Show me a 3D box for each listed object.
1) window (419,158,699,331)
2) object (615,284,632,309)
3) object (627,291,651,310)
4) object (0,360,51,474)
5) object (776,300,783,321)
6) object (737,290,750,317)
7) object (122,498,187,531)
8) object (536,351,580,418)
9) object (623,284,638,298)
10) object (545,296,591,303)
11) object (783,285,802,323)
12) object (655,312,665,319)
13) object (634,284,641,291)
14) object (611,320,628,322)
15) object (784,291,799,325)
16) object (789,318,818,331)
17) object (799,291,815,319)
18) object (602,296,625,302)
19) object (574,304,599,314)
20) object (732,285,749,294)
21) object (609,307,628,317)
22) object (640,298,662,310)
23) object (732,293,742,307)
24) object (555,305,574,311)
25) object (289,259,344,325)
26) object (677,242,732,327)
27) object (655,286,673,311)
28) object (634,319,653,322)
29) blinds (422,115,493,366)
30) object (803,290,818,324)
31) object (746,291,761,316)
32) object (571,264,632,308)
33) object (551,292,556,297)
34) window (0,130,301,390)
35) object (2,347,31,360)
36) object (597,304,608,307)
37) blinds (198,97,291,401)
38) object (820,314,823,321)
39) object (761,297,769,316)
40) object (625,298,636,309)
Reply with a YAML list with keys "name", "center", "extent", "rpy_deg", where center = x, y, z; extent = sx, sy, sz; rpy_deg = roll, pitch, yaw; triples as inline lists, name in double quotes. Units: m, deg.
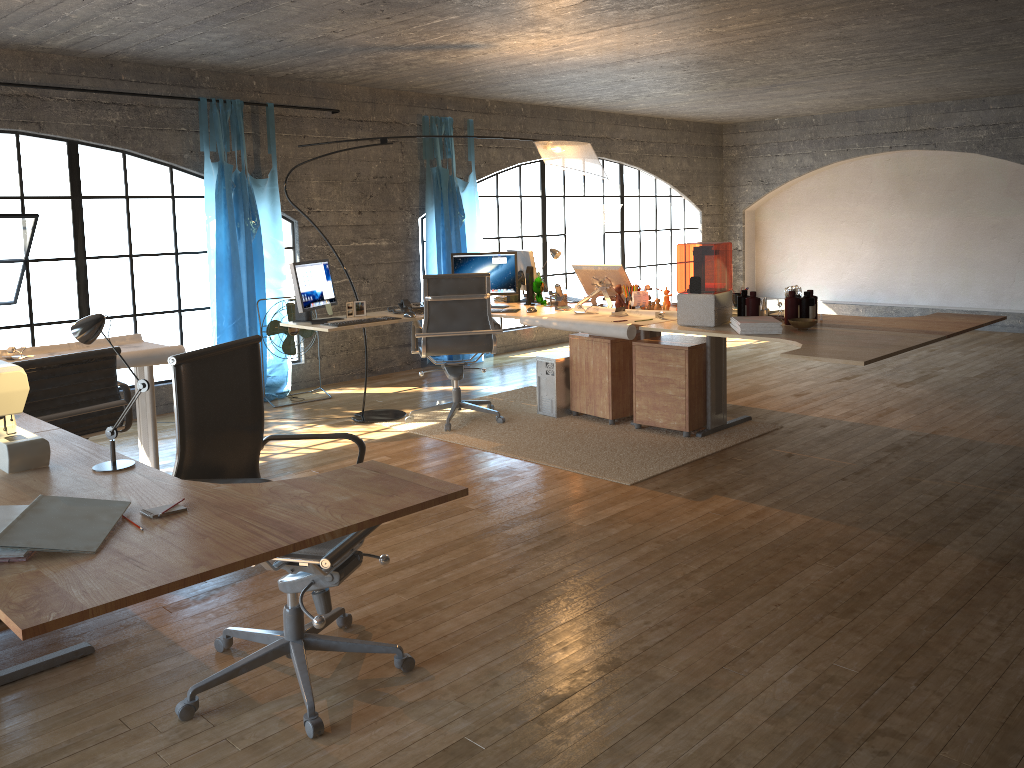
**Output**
- name: "window"
  center: [-1.735, -0.983, 6.767]
  extent: [3.920, 1.831, 12.379]
  rpy_deg: [3, 11, 23]
- name: "object"
  center: [0.720, -0.566, 5.789]
  extent: [0.094, 0.176, 0.227]
  rpy_deg: [-3, 9, -17]
- name: "object"
  center: [0.827, -0.537, 5.729]
  extent: [0.154, 0.134, 0.100]
  rpy_deg: [-3, 7, -10]
- name: "object"
  center: [-1.424, 0.068, 2.439]
  extent: [0.404, 0.281, 0.137]
  rpy_deg: [7, 11, 44]
- name: "object"
  center: [1.537, -0.424, 5.074]
  extent: [0.037, 0.119, 0.075]
  rpy_deg: [0, 7, 19]
- name: "object"
  center: [1.317, -0.439, 4.999]
  extent: [0.080, 0.185, 0.080]
  rpy_deg: [-6, 8, -37]
- name: "object"
  center: [-0.763, 0.283, 1.937]
  extent: [0.143, 0.013, 0.128]
  rpy_deg: [-11, 14, -41]
- name: "object"
  center: [0.414, -0.010, 6.175]
  extent: [0.483, 0.407, 0.201]
  rpy_deg: [-9, 9, -40]
- name: "object"
  center: [0.787, -0.578, 5.830]
  extent: [0.101, 0.174, 0.106]
  rpy_deg: [3, 8, 31]
- name: "object"
  center: [0.425, -0.639, 6.653]
  extent: [0.187, 0.011, 0.495]
  rpy_deg: [-5, 11, -20]
- name: "object"
  center: [1.576, -0.446, 4.950]
  extent: [0.095, 0.212, 0.099]
  rpy_deg: [4, 8, 42]
- name: "object"
  center: [0.893, -0.415, 5.323]
  extent: [0.022, 0.042, 0.136]
  rpy_deg: [-2, 10, -8]
- name: "object"
  center: [0.865, -0.602, 5.969]
  extent: [0.105, 0.142, 0.105]
  rpy_deg: [1, 8, 18]
- name: "object"
  center: [0.637, -0.371, 5.210]
  extent: [0.126, 0.009, 0.012]
  rpy_deg: [-8, 11, -32]
- name: "object"
  center: [1.544, -0.420, 4.866]
  extent: [0.080, 0.185, 0.080]
  rpy_deg: [-5, 7, -27]
- name: "object"
  center: [1.530, -0.310, 4.643]
  extent: [0.147, 0.054, 0.148]
  rpy_deg: [2, 11, 21]
- name: "object"
  center: [1.610, -0.412, 4.816]
  extent: [0.080, 0.185, 0.080]
  rpy_deg: [-6, 8, -37]
- name: "object"
  center: [0.835, -0.555, 6.813]
  extent: [0.299, 0.239, 0.372]
  rpy_deg: [-2, 9, -4]
- name: "object"
  center: [0.479, -0.482, 5.677]
  extent: [0.159, 0.063, 0.054]
  rpy_deg: [1, 8, 12]
- name: "object"
  center: [1.354, -0.540, 5.204]
  extent: [0.076, 0.101, 0.153]
  rpy_deg: [-3, 9, -15]
- name: "object"
  center: [0.665, -0.454, 5.523]
  extent: [0.049, 0.055, 0.131]
  rpy_deg: [6, 12, 44]
- name: "object"
  center: [0.908, -0.533, 5.737]
  extent: [0.074, 0.119, 0.218]
  rpy_deg: [-5, 10, -26]
- name: "object"
  center: [1.335, -0.493, 5.200]
  extent: [0.077, 0.081, 0.078]
  rpy_deg: [2, 9, 24]
- name: "object"
  center: [0.365, -0.511, 5.954]
  extent: [0.109, 0.022, 0.139]
  rpy_deg: [-6, 12, -25]
- name: "object"
  center: [-1.257, -0.591, 5.624]
  extent: [0.286, 0.386, 0.475]
  rpy_deg: [0, 9, 15]
- name: "object"
  center: [1.093, -0.571, 5.002]
  extent: [0.223, 0.454, 0.272]
  rpy_deg: [3, 8, 35]
- name: "object"
  center: [0.958, -0.529, 5.526]
  extent: [0.094, 0.187, 0.085]
  rpy_deg: [-4, 7, -21]
- name: "object"
  center: [0.780, -0.377, 5.228]
  extent: [0.148, 0.007, 0.008]
  rpy_deg: [-9, 11, -35]
- name: "blinds"
  center: [-0.481, -1.266, 8.241]
  extent: [0.862, 2.395, 0.262]
  rpy_deg: [-6, 7, -37]
- name: "object"
  center: [1.656, -0.430, 4.904]
  extent: [0.080, 0.185, 0.080]
  rpy_deg: [-6, 8, -37]
- name: "object"
  center: [1.339, -0.421, 4.902]
  extent: [0.080, 0.185, 0.080]
  rpy_deg: [-5, 7, -27]
- name: "object"
  center: [0.623, -0.675, 6.051]
  extent: [0.396, 0.297, 0.289]
  rpy_deg: [5, 10, 35]
- name: "object"
  center: [0.357, -0.712, 6.990]
  extent: [0.101, 0.033, 0.060]
  rpy_deg: [-3, 10, -10]
- name: "window"
  center: [-3.632, -0.397, 3.970]
  extent: [3.184, 1.849, 7.037]
  rpy_deg: [-1, 10, 5]
- name: "object"
  center: [-2.438, -0.158, 4.361]
  extent: [0.054, 0.063, 0.161]
  rpy_deg: [0, 10, 12]
- name: "object"
  center: [0.606, -0.544, 6.093]
  extent: [0.097, 0.024, 0.108]
  rpy_deg: [-8, 12, -31]
- name: "blinds"
  center: [-2.013, -1.000, 6.722]
  extent: [0.258, 2.275, 0.672]
  rpy_deg: [3, 7, 40]
- name: "object"
  center: [1.765, -0.381, 5.038]
  extent: [0.017, 0.037, 0.017]
  rpy_deg: [-1, 6, 0]
- name: "object"
  center: [1.455, -0.431, 5.099]
  extent: [0.039, 0.127, 0.134]
  rpy_deg: [3, 9, 40]
- name: "object"
  center: [0.787, -0.532, 5.838]
  extent: [0.077, 0.081, 0.077]
  rpy_deg: [-5, 9, -26]
